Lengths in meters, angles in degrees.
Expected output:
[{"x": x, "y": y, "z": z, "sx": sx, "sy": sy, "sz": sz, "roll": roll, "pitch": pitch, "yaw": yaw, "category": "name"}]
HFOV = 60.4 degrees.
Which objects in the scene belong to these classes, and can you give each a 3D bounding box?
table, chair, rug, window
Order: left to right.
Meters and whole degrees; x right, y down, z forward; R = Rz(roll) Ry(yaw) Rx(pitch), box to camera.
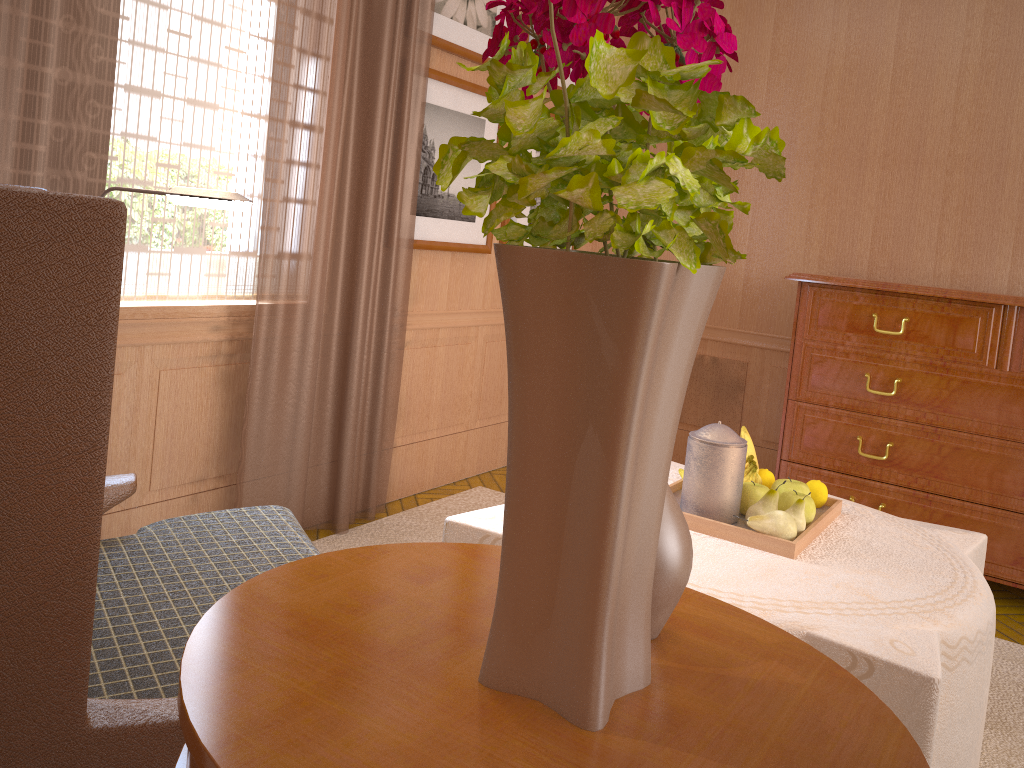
[{"x": -1.095, "y": 0.491, "z": 2.335, "sx": 1.715, "sy": 1.961, "sz": 1.935, "roll": 2, "pitch": 7, "yaw": -33, "category": "chair"}, {"x": -1.973, "y": -2.071, "z": 4.624, "sx": 0.853, "sy": 3.357, "sz": 2.437, "roll": 8, "pitch": 5, "yaw": 31, "category": "window"}, {"x": -0.033, "y": 1.085, "z": 1.294, "sx": 1.049, "sy": 1.363, "sz": 0.925, "roll": 10, "pitch": 7, "yaw": 39, "category": "table"}, {"x": 1.488, "y": 1.783, "z": 2.236, "sx": 8.025, "sy": 0.020, "sz": 6.015, "roll": 12, "pitch": 11, "yaw": 31, "category": "rug"}]

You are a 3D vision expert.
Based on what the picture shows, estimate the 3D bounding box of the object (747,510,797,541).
[{"x": 0.994, "y": 0.549, "z": 3.340, "sx": 0.194, "sy": 0.127, "sz": 0.135, "roll": 0, "pitch": 9, "yaw": -38, "category": "object"}]

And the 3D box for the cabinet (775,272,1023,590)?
[{"x": 3.317, "y": 0.368, "z": 5.983, "sx": 2.790, "sy": 1.930, "sz": 1.418, "roll": 11, "pitch": 7, "yaw": 32, "category": "cabinet"}]

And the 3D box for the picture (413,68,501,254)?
[{"x": -0.445, "y": -1.589, "z": 6.393, "sx": 0.048, "sy": 1.240, "sz": 1.252, "roll": 8, "pitch": 6, "yaw": 31, "category": "picture"}]

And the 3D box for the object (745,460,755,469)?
[{"x": 1.001, "y": 0.352, "z": 3.942, "sx": 0.065, "sy": 0.170, "sz": 0.381, "roll": 6, "pitch": 9, "yaw": -2, "category": "object"}]

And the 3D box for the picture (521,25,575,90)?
[{"x": 0.452, "y": -3.103, "z": 7.514, "sx": 0.048, "sy": 1.240, "sz": 1.252, "roll": 8, "pitch": 6, "yaw": 31, "category": "picture"}]

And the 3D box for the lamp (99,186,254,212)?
[{"x": -1.303, "y": 0.301, "z": 3.163, "sx": 0.629, "sy": 2.014, "sz": 0.568, "roll": 6, "pitch": 3, "yaw": -6, "category": "lamp"}]

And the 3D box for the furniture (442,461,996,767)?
[{"x": 0.892, "y": 1.005, "z": 3.692, "sx": 1.966, "sy": 0.893, "sz": 1.958, "roll": 11, "pitch": 10, "yaw": 29, "category": "furniture"}]

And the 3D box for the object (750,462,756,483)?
[{"x": 1.018, "y": 0.399, "z": 3.944, "sx": 0.062, "sy": 0.198, "sz": 0.390, "roll": 6, "pitch": 8, "yaw": -4, "category": "object"}]

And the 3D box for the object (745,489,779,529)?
[{"x": 1.001, "y": 0.509, "z": 3.507, "sx": 0.129, "sy": 0.196, "sz": 0.131, "roll": 4, "pitch": 5, "yaw": -22, "category": "object"}]

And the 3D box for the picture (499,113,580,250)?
[{"x": 0.305, "y": -1.714, "z": 7.582, "sx": 0.048, "sy": 1.240, "sz": 1.252, "roll": 8, "pitch": 6, "yaw": 31, "category": "picture"}]

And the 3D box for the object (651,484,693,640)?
[{"x": 0.202, "y": 0.218, "z": 1.420, "sx": 0.185, "sy": 0.355, "sz": 0.188, "roll": 4, "pitch": 5, "yaw": -25, "category": "object"}]

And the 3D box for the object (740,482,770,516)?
[{"x": 1.004, "y": 0.483, "z": 3.666, "sx": 0.160, "sy": 0.134, "sz": 0.156, "roll": 11, "pitch": 8, "yaw": 36, "category": "object"}]

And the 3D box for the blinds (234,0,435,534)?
[{"x": -0.986, "y": -1.422, "z": 5.347, "sx": 0.268, "sy": 4.760, "sz": 1.447, "roll": 8, "pitch": 4, "yaw": 30, "category": "blinds"}]

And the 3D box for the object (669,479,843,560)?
[{"x": 0.983, "y": 0.524, "z": 3.739, "sx": 0.644, "sy": 0.059, "sz": 0.803, "roll": 12, "pitch": 11, "yaw": 31, "category": "object"}]

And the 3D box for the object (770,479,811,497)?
[{"x": 1.184, "y": 0.484, "z": 3.749, "sx": 0.168, "sy": 0.146, "sz": 0.175, "roll": 5, "pitch": 7, "yaw": -12, "category": "object"}]

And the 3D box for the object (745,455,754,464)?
[{"x": 0.958, "y": 0.327, "z": 3.960, "sx": 0.091, "sy": 0.127, "sz": 0.414, "roll": 5, "pitch": 9, "yaw": -10, "category": "object"}]

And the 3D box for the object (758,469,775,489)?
[{"x": 1.148, "y": 0.453, "z": 4.033, "sx": 0.113, "sy": 0.133, "sz": 0.109, "roll": 5, "pitch": 6, "yaw": -12, "category": "object"}]

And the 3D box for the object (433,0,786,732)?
[{"x": 0.124, "y": -0.127, "z": 1.235, "sx": 0.459, "sy": 1.082, "sz": 0.525, "roll": 8, "pitch": 5, "yaw": 30, "category": "object"}]

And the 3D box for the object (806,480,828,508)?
[{"x": 1.342, "y": 0.491, "z": 3.905, "sx": 0.113, "sy": 0.133, "sz": 0.109, "roll": 5, "pitch": 6, "yaw": -12, "category": "object"}]

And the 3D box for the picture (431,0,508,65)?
[{"x": -0.298, "y": -2.979, "z": 6.325, "sx": 0.048, "sy": 1.240, "sz": 1.252, "roll": 8, "pitch": 6, "yaw": 31, "category": "picture"}]

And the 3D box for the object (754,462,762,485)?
[{"x": 1.076, "y": 0.391, "z": 3.949, "sx": 0.072, "sy": 0.171, "sz": 0.401, "roll": 7, "pitch": 9, "yaw": 7, "category": "object"}]

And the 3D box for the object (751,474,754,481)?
[{"x": 0.928, "y": 0.401, "z": 3.914, "sx": 0.061, "sy": 0.180, "sz": 0.400, "roll": 4, "pitch": 8, "yaw": -29, "category": "object"}]

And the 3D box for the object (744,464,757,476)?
[{"x": 0.899, "y": 0.352, "z": 3.876, "sx": 0.103, "sy": 0.158, "sz": 0.381, "roll": 3, "pitch": 9, "yaw": -34, "category": "object"}]

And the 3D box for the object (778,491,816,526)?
[{"x": 1.155, "y": 0.512, "z": 3.589, "sx": 0.160, "sy": 0.134, "sz": 0.156, "roll": 11, "pitch": 8, "yaw": 36, "category": "object"}]

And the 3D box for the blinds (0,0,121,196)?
[{"x": -2.223, "y": -1.211, "z": 3.381, "sx": 0.268, "sy": 4.771, "sz": 1.427, "roll": 8, "pitch": 4, "yaw": 33, "category": "blinds"}]

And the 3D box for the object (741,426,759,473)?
[{"x": 1.072, "y": 0.312, "z": 3.950, "sx": 0.071, "sy": 0.167, "sz": 0.408, "roll": 7, "pitch": 9, "yaw": 8, "category": "object"}]

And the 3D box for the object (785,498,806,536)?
[{"x": 1.099, "y": 0.516, "z": 3.439, "sx": 0.097, "sy": 0.147, "sz": 0.099, "roll": 4, "pitch": 5, "yaw": -22, "category": "object"}]

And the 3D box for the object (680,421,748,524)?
[{"x": 0.825, "y": 0.344, "z": 3.588, "sx": 0.234, "sy": 0.390, "sz": 0.236, "roll": 6, "pitch": 5, "yaw": -2, "category": "object"}]

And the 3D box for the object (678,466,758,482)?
[{"x": 0.883, "y": 0.404, "z": 3.867, "sx": 0.071, "sy": 0.184, "sz": 0.397, "roll": 2, "pitch": 9, "yaw": -44, "category": "object"}]
